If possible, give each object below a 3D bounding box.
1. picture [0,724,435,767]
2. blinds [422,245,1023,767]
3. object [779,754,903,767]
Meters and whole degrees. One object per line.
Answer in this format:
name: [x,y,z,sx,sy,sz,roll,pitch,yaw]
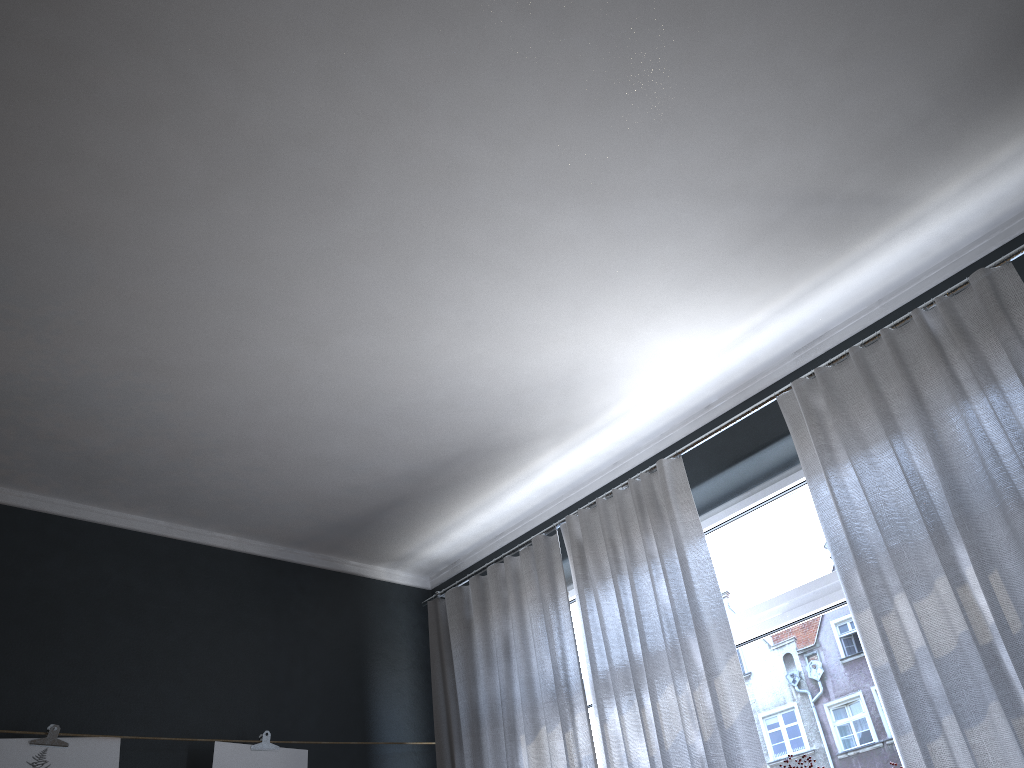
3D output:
picture: [-1.874,1.299,2.587,4.469,0.765,0.058,22,-44,-37]
blinds: [1.090,1.231,2.449,0.313,2.768,4.011,21,-44,-36]
object: [1.013,1.509,2.560,0.515,0.803,0.603,-19,-35,15]
